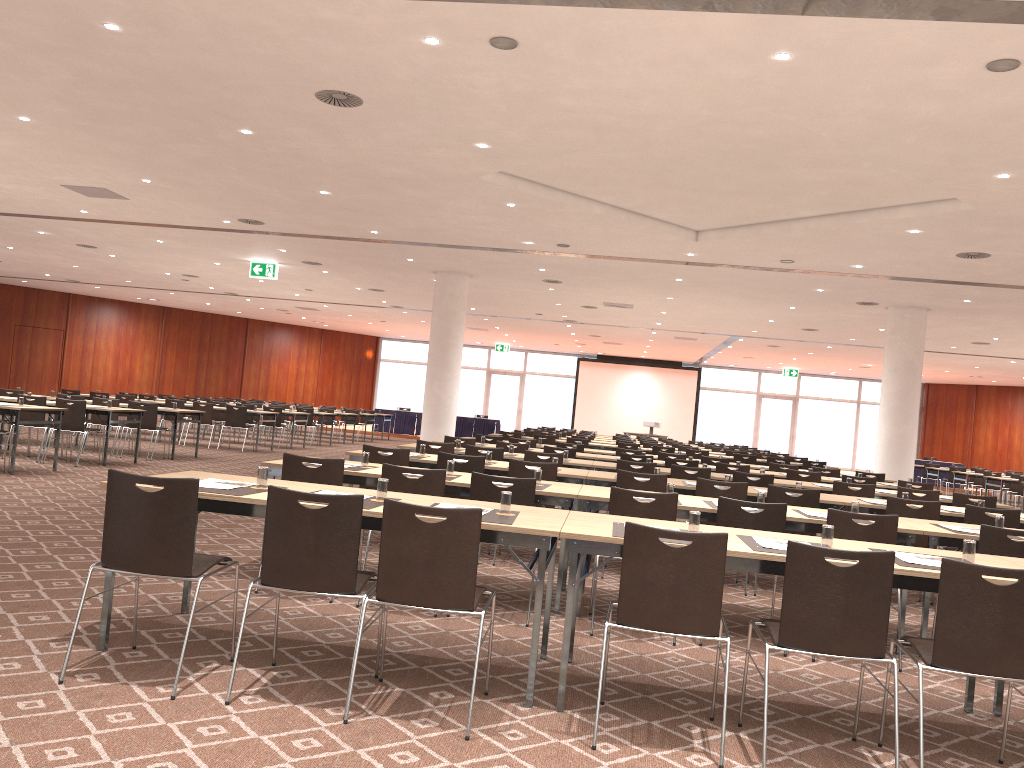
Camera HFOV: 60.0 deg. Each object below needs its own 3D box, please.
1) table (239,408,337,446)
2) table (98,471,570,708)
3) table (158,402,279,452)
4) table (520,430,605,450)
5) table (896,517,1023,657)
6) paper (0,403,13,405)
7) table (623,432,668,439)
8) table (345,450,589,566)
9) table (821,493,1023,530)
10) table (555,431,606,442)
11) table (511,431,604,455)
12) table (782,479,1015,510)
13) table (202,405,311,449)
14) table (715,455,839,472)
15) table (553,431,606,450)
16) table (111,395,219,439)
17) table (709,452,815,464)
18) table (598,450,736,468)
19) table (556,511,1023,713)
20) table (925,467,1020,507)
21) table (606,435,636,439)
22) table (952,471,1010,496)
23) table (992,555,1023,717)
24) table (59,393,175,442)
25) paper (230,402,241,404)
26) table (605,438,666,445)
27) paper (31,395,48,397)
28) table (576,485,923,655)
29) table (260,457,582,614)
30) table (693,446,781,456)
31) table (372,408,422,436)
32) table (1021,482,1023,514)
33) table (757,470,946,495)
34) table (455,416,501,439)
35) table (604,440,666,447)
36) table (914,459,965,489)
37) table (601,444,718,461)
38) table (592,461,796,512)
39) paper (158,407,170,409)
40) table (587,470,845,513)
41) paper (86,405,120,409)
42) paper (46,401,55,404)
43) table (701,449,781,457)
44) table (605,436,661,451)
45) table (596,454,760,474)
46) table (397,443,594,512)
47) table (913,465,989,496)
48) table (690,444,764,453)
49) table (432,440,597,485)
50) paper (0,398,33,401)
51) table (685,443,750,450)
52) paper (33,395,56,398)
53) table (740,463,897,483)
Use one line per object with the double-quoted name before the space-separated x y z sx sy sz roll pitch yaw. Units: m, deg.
"table" -5.804 1.077 22.877 2.267 0.833 0.953 5 -1 7
"table" -0.885 1.013 4.683 2.267 0.833 0.953 5 -1 7
"table" -6.262 0.920 18.905 2.267 0.833 0.953 5 -1 7
"table" 1.345 1.776 24.047 2.267 0.833 0.953 5 -1 7
"table" 3.834 1.494 6.140 2.267 0.833 0.953 5 -1 7
"paper" -6.482 0.258 11.288 0.283 0.006 0.398 5 -2 5
"table" 4.616 2.155 30.951 1.539 0.832 0.953 5 -1 7
"table" -0.428 1.170 8.656 2.267 0.833 0.953 5 -1 7
"table" 4.063 1.572 8.126 2.267 0.833 0.953 5 -1 7
"table" 1.803 1.932 28.019 2.267 0.833 0.953 5 -1 7
"table" 1.117 1.697 22.061 2.267 0.833 0.953 5 -1 7
"table" 4.291 1.651 10.112 2.267 0.833 0.953 5 -1 7
"table" -6.033 0.998 20.891 2.267 0.833 0.953 5 -1 7
"table" 5.149 1.944 17.560 2.267 0.833 0.953 5 -1 7
"table" 1.574 1.854 26.033 2.267 0.833 0.953 5 -1 7
"table" -8.279 0.797 21.155 2.267 0.833 0.953 5 -1 7
"table" 5.378 2.022 19.546 2.267 0.833 0.953 5 -1 7
"table" 2.504 1.606 14.349 2.267 0.833 0.953 5 -1 7
"table" 1.360 1.215 4.419 2.267 0.833 0.953 5 -1 7
"table" 12.828 2.863 24.707 2.267 0.833 0.953 5 -1 7
"table" 4.048 2.133 27.755 2.267 0.833 0.953 5 -1 7
"table" 12.599 2.785 22.721 2.267 0.833 0.953 5 -1 7
"table" 3.605 1.416 4.154 2.267 0.833 0.953 5 -1 7
"table" -8.507 0.719 19.169 2.267 0.833 0.953 5 -1 7
"paper" -7.816 0.530 24.972 0.460 0.003 0.565 5 -2 6
"table" 3.591 1.977 23.783 2.267 0.833 0.953 5 -1 7
"paper" -8.293 0.212 15.553 0.283 0.006 0.398 5 -2 8
"table" 1.589 1.293 6.405 2.267 0.833 0.953 5 -1 7
"table" -0.657 1.091 6.669 2.267 0.833 0.953 5 -1 7
"table" 5.836 2.178 23.518 2.267 0.833 0.953 5 -1 7
"table" -4.116 1.371 31.964 1.712 0.832 1.042 5 -1 7
"table" 12.141 2.629 18.749 2.267 0.833 0.953 5 -1 7
"table" 4.520 1.729 12.098 2.267 0.833 0.953 5 -1 7
"table" -1.303 1.624 31.632 1.712 0.832 1.042 5 -1 7
"table" 3.362 1.899 21.797 2.267 0.833 0.953 5 -1 7
"table" 14.197 3.014 29.806 1.712 0.832 1.042 5 -1 7
"table" 2.904 1.742 17.825 2.267 0.833 0.953 5 -1 7
"table" 2.046 1.449 10.377 2.267 0.833 0.953 5 -1 7
"paper" -6.059 0.411 15.266 0.283 0.006 0.398 5 -2 6
"table" 1.817 1.371 8.391 2.267 0.833 0.953 5 -1 7
"paper" -6.230 0.341 13.246 0.460 0.003 0.565 5 -2 6
"paper" -6.891 0.282 13.315 0.460 0.003 0.565 5 -2 5
"table" 5.607 2.100 21.532 2.267 0.833 0.953 5 -1 7
"table" 3.819 2.055 25.769 2.267 0.833 0.953 5 -1 7
"table" 2.275 1.527 12.363 2.267 0.833 0.953 5 -1 7
"table" -0.199 1.248 10.642 2.267 0.833 0.953 5 -1 7
"table" 13.057 2.942 26.693 2.267 0.833 0.953 5 -1 7
"table" 6.065 2.257 25.504 2.267 0.833 0.953 5 -1 7
"table" 0.030 1.326 12.628 2.267 0.833 0.953 5 -1 7
"paper" -7.485 0.228 13.352 0.460 0.003 0.565 5 -2 7
"table" 6.293 2.335 27.490 2.267 0.833 0.953 5 -1 7
"paper" -8.262 0.217 15.496 0.460 0.003 0.565 5 -2 7
"table" 4.749 1.807 14.084 2.267 0.833 0.953 5 -1 7
